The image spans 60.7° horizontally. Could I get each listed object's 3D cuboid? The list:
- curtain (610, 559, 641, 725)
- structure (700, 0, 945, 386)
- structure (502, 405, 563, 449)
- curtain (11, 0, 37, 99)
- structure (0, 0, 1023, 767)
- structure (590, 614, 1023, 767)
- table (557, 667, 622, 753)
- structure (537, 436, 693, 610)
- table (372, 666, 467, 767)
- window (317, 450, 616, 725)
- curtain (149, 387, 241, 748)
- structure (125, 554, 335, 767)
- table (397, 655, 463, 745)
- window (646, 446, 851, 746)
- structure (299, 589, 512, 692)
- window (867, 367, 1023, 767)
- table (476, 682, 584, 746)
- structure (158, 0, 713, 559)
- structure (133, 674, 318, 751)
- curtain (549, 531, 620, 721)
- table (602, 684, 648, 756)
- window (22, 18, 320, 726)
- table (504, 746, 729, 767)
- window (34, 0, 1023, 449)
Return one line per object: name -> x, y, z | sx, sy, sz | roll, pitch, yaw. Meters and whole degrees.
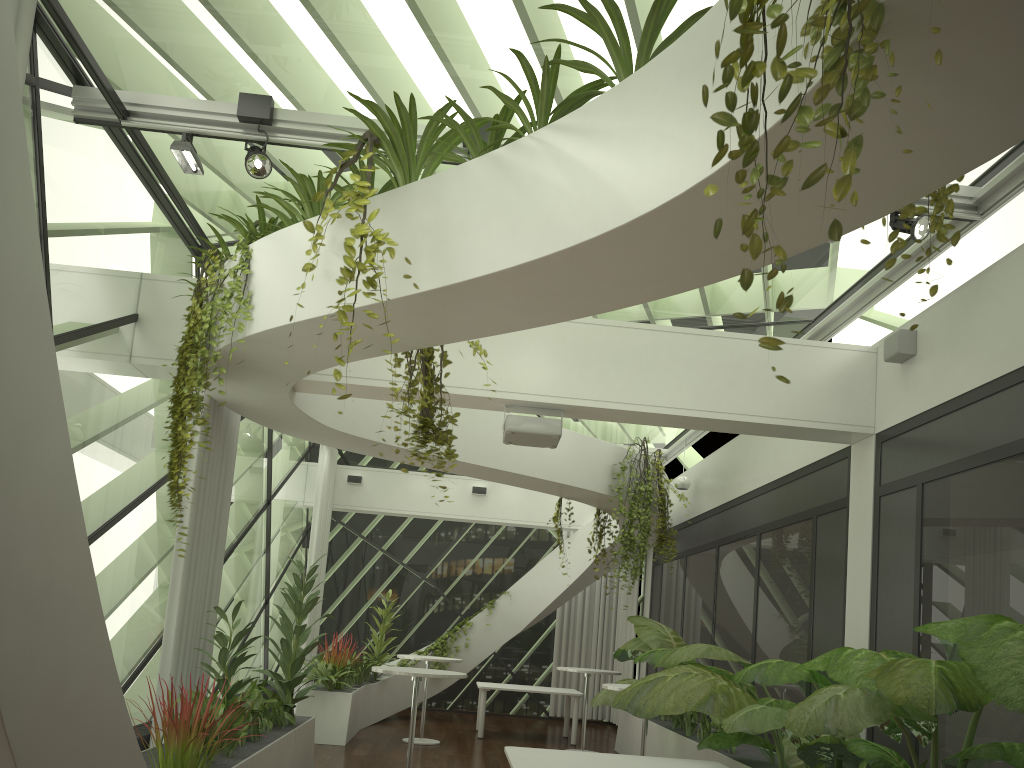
curtain -> 2.001, 3.805, 15.062 | 0.160, 4.001, 1.020 | 5, -7, -4
structure -> -0.189, -0.989, 0.884 | 3.263, 1.817, 1.241 | 15, -14, -37
structure -> 0.159, 0.330, 6.842 | 0.462, 0.270, 0.398 | 5, -13, -3
curtain -> -2.252, 0.103, 3.070 | 0.209, 4.089, 1.110 | 5, -8, -2
structure -> 0.018, 0.691, 2.996 | 5.914, 4.117, 25.101 | 4, -16, 3
structure -> 1.563, 2.803, 7.459 | 1.783, 1.672, 9.159 | 5, -16, -3
table -> 0.978, 4.314, 11.521 | 0.857, 1.072, 0.878 | -2, -12, 32
structure -> 1.201, 1.659, 10.442 | 1.662, 2.027, 1.450 | 13, -13, -37
table -> -0.880, 3.122, 7.850 | 0.857, 1.072, 0.878 | -2, -12, 32
window -> -0.690, 3.670, 15.960 | 5.742, 4.547, 0.039 | 5, -7, -3
curtain -> -2.583, 1.235, 7.307 | 0.160, 4.001, 1.066 | 5, -8, -4
structure -> -1.826, 1.831, 6.057 | 0.855, 1.558, 3.422 | 5, -14, -3
table -> -1.118, 4.112, 11.401 | 0.857, 1.072, 0.878 | -2, -12, 32
window -> 2.455, 3.069, 10.549 | 0.050, 3.159, 7.391 | 5, -14, -2
structure -> -1.966, 3.636, 12.805 | 2.035, 1.631, 4.904 | -2, -16, 28
window -> 2.956, 0.991, 3.091 | 0.050, 3.160, 7.299 | 5, -14, -2
table -> 0.213, 4.794, 12.759 | 1.501, 0.702, 1.098 | 5, -13, -3
structure -> -0.755, -0.140, 4.914 | 1.470, 2.260, 4.680 | 12, -16, -38
structure -> -3.030, 3.290, 7.996 | 0.259, 0.491, 15.576 | 5, -16, -2
curtain -> 1.427, 3.977, 15.828 | 1.232, 4.001, 0.163 | 5, -7, -4
table -> 1.216, 3.324, 7.970 | 0.857, 1.072, 0.878 | -2, -12, 32
window -> -2.977, 1.091, 7.542 | 0.084, 4.520, 17.240 | 5, -15, -2
table -> 0.698, 2.779, 5.528 | 1.501, 0.702, 1.098 | 5, -13, -3
window -> 0.021, -0.859, 7.982 | 5.691, 0.054, 17.207 | 5, -16, -2
